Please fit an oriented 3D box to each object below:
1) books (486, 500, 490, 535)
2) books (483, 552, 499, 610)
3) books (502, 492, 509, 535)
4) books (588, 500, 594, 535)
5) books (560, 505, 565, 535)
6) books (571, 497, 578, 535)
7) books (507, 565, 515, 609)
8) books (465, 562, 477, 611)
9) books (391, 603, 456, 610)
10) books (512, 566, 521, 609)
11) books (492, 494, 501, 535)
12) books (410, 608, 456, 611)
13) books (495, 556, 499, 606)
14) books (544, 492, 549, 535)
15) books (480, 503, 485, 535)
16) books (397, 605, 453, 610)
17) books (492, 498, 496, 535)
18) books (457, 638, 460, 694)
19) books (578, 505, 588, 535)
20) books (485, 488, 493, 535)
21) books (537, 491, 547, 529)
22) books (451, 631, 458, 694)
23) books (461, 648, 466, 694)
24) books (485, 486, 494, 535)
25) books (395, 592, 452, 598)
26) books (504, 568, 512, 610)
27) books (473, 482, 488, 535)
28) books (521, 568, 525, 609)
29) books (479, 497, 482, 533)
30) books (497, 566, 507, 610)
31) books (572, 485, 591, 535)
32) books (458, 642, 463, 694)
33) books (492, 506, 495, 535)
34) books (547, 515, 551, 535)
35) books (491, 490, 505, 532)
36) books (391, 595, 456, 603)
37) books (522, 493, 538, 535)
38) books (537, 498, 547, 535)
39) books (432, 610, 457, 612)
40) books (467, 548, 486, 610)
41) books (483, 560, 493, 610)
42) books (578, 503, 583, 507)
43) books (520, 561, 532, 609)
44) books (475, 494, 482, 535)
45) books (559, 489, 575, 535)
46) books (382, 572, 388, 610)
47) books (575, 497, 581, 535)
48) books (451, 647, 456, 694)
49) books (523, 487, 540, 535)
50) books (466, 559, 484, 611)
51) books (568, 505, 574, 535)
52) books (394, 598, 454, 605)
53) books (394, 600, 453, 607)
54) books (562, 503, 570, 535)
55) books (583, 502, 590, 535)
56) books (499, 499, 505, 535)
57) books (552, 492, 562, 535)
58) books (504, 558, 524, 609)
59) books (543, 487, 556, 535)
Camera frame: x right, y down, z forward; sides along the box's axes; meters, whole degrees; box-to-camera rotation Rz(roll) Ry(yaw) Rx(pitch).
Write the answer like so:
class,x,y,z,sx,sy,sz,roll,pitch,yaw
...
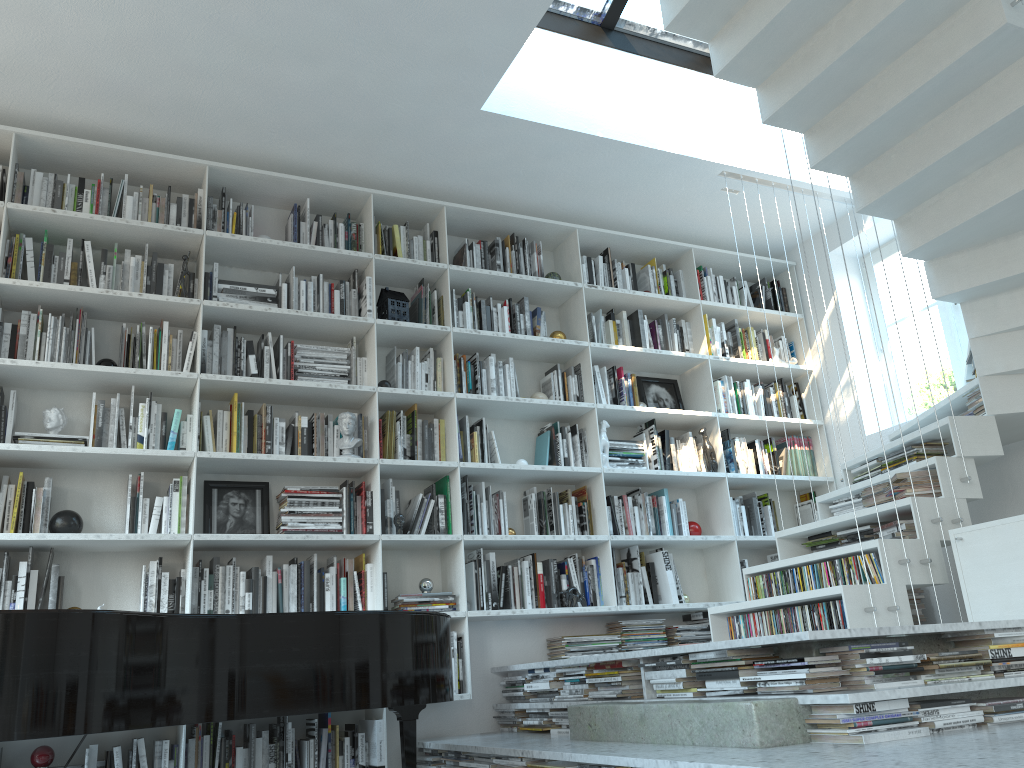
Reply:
class,x,y,z,sx,sy,sz,roll,pitch,yaw
books,-0.162,0.728,4.650,0.013,0.202,0.167,4,-20,-25
books,-0.129,1.023,4.532,0.030,0.293,0.189,4,-20,-25
books,-0.067,0.712,4.699,0.013,0.250,0.173,4,-20,-25
books,0.408,0.767,4.925,0.009,0.223,0.146,4,-20,-25
books,0.232,0.762,4.807,0.018,0.181,0.182,4,-20,-25
books,0.301,0.748,4.856,0.018,0.228,0.182,4,-20,-25
books,-0.033,1.069,4.594,0.029,0.234,0.143,4,-20,-25
books,-0.219,1.042,4.503,0.012,0.253,0.161,4,-20,-25
books,-0.432,1.084,4.316,0.285,0.012,0.160,4,-20,-22
books,-0.007,1.072,4.601,0.024,0.227,0.160,4,-20,-25
books,-0.104,0.714,4.677,0.015,0.237,0.177,4,-20,-25
books,-0.432,1.108,4.313,0.285,0.012,0.160,3,-20,-20
books,-0.114,1.036,4.545,0.010,0.276,0.174,4,-20,-25
books,0.153,0.726,4.804,0.008,0.258,0.159,4,-20,-25
books,-0.185,0.728,4.620,0.013,0.185,0.184,4,-20,-25
books,-0.431,1.096,4.314,0.254,0.012,0.161,2,-20,-19
books,-0.117,0.724,4.678,0.008,0.222,0.134,4,-20,-25
books,-0.291,1.350,4.261,0.015,0.270,0.158,4,-20,-25
books,0.357,0.771,4.859,0.016,0.180,0.190,4,-20,-25
books,-0.148,0.695,4.655,0.012,0.266,0.183,4,-20,-25
books,0.142,0.724,4.800,0.015,0.261,0.150,4,-20,-25
books,-0.299,1.335,4.237,0.021,0.284,0.173,4,-20,-25
books,-0.265,1.382,4.261,0.012,0.205,0.161,4,-20,-25
books,-0.137,0.693,4.680,0.006,0.284,0.160,4,-20,-25
books,-0.434,1.036,4.327,0.254,0.012,0.161,1,-19,-16
books,-0.046,1.072,4.574,0.011,0.216,0.176,4,-20,-25
books,-0.176,0.677,4.641,0.014,0.296,0.175,4,-20,-25
books,0.021,1.079,4.615,0.012,0.220,0.153,4,-20,-25
books,-0.200,0.714,4.624,0.013,0.217,0.161,4,-20,-25
books,-0.081,1.062,4.559,0.065,0.230,0.162,4,-20,-25
books,0.385,0.723,4.903,0.007,0.294,0.162,4,-20,-25
books,-0.272,1.364,4.249,0.013,0.232,0.149,4,-20,-25
books,-0.124,0.743,4.666,0.013,0.178,0.141,4,-20,-25
books,0.164,0.758,4.821,0.031,0.208,0.122,4,-20,-25
books,-0.079,0.706,4.694,0.014,0.260,0.142,4,-20,-25
books,-0.435,1.050,4.329,0.285,0.012,0.160,3,-20,-21
books,0.098,0.726,4.779,0.019,0.251,0.130,4,-20,-25
books,0.135,0.740,4.774,0.016,0.215,0.178,4,-20,-25
books,-0.429,1.118,4.305,0.285,0.012,0.160,4,-20,-22
books,-0.182,1.009,4.511,0.010,0.315,0.187,4,-20,-25
books,-0.152,1.040,4.516,0.023,0.255,0.178,4,-20,-25
books,0.359,0.770,4.894,0.016,0.204,0.142,4,-20,-25
books,0.044,1.060,4.614,0.025,0.251,0.182,4,-20,-25
books,-0.205,0.705,4.609,0.011,0.225,0.188,4,-20,-25
books,0.288,0.727,4.858,0.006,0.273,0.173,4,-20,-25
books,-0.639,1.031,4.310,0.030,0.209,0.137,4,-20,-25
books,0.327,0.754,4.882,0.021,0.231,0.155,4,-20,-25
books,-0.308,1.366,4.213,0.011,0.211,0.179,4,-20,-25
books,0.107,0.713,4.803,0.016,0.288,0.132,4,-20,-25
books,-0.194,1.033,4.495,0.023,0.261,0.187,4,-20,-25
books,0.282,0.768,4.836,0.019,0.182,0.191,4,-20,-25
books,-0.431,1.058,4.318,0.254,0.012,0.161,5,-21,-25
books,-0.434,1.073,4.323,0.254,0.012,0.161,3,-20,-20
books,0.264,0.762,4.835,0.015,0.194,0.176,4,-20,-25
books,0.376,0.768,4.891,0.013,0.203,0.159,4,-20,-25
books,-0.088,0.729,4.676,0.014,0.206,0.181,4,-20,-25
books,0.213,0.728,4.810,0.018,0.250,0.184,4,-20,-25
books,0.010,1.054,4.612,0.014,0.267,0.172,4,-20,-25
books,0.189,0.719,4.832,0.007,0.284,0.160,4,-20,-25
